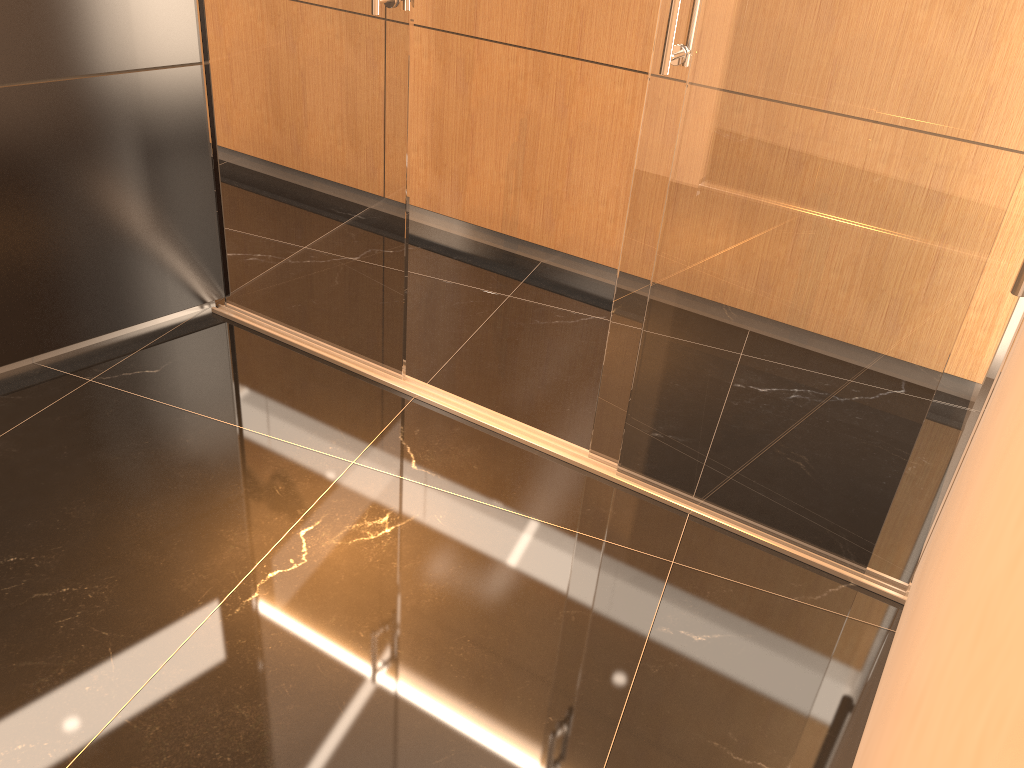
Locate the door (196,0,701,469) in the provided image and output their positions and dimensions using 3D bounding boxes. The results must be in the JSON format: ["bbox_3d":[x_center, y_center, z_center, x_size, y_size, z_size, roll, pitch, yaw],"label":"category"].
[{"bbox_3d":[0.087,-1.292,2.152,2.473,3.285,0.098,21,35,24],"label":"door"}]
